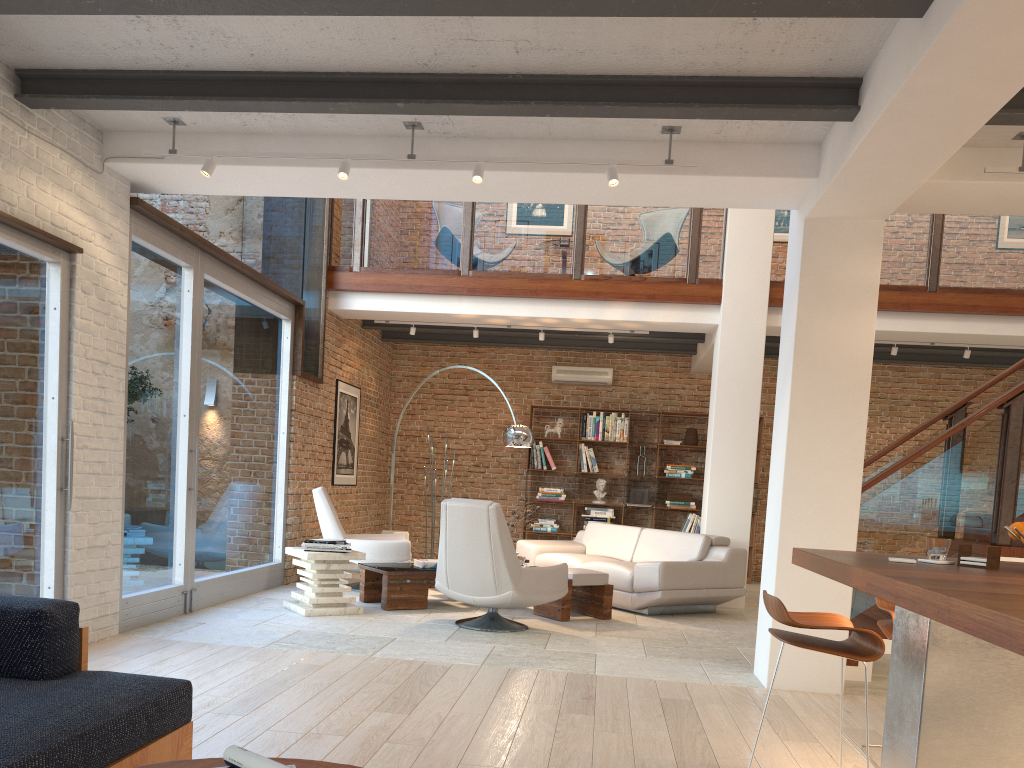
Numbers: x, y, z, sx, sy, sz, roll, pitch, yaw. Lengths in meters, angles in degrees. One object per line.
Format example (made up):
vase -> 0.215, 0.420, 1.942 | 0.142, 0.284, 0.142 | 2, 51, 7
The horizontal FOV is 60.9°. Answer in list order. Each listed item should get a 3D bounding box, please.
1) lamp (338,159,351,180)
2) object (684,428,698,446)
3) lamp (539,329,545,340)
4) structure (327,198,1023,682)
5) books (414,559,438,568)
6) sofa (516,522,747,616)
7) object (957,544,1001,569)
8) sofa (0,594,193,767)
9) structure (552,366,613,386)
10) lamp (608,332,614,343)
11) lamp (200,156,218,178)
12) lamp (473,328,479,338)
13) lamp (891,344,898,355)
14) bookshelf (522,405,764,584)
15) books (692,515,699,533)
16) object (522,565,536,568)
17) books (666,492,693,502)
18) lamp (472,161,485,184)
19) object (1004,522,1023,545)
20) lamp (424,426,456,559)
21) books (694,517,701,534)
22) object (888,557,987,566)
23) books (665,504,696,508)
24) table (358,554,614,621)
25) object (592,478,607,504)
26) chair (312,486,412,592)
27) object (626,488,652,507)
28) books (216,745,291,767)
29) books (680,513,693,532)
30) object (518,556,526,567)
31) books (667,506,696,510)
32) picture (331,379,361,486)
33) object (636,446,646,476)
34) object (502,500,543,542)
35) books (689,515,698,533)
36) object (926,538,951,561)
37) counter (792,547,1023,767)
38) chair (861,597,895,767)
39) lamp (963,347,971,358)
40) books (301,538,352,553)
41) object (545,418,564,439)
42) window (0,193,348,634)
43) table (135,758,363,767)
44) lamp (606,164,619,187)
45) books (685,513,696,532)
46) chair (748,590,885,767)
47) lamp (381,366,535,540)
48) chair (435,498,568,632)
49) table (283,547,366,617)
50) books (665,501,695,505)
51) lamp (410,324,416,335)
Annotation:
lamp -> -0.921, -1.184, 4.787 | 0.061, 0.121, 0.086 | 4, 1, 8
object -> 2.365, 0.703, 11.495 | 0.195, 0.233, 0.192 | 4, 0, -36
lamp -> 0.333, -0.541, 9.728 | 0.061, 0.129, 0.086 | 4, 1, 8
structure -> 2.397, -0.252, 4.813 | 10.142, 4.133, 13.922 | 3, -6, 6
books -> -0.690, 1.609, 7.802 | 0.328, 0.056, 0.254 | 6, -7, -23
sofa -> 1.131, 1.838, 8.909 | 1.150, 0.755, 2.324 | 6, -6, -33
object -> 1.769, 0.653, 3.301 | 0.094, 0.082, 0.114 | 5, -3, -39
sofa -> -1.756, 0.831, 1.165 | 2.077, 0.659, 3.969 | 3, -6, 6
structure -> 0.950, -0.107, 11.770 | 0.811, 0.220, 0.200 | 3, -1, 6
lamp -> 1.098, -0.510, 9.658 | 0.060, 0.116, 0.095 | 4, 0, 13
lamp -> -1.696, -1.214, 4.875 | 0.087, 0.129, 0.059 | 3, 2, -34
lamp -> -0.406, -0.580, 9.804 | 0.061, 0.121, 0.086 | 4, 1, 8
lamp -> 4.097, -0.363, 9.338 | 0.061, 0.129, 0.086 | 4, 1, 8
bookshelf -> 1.704, 1.470, 11.658 | 3.030, 2.208, 0.362 | 3, 4, 6
books -> 2.424, 1.920, 11.639 | 0.098, 0.355, 0.271 | 4, 0, 7
object -> 0.099, 1.632, 7.863 | 0.272, 0.035, 0.249 | 6, -7, -22
books -> 2.225, 1.506, 11.615 | 0.335, 0.119, 0.214 | 3, -4, 6
lamp -> -0.183, -1.143, 4.711 | 0.061, 0.129, 0.086 | 4, 1, 8
object -> 2.045, 0.595, 3.262 | 0.368, 0.222, 0.362 | 5, -4, -28
lamp -> -0.971, 1.460, 11.293 | 0.419, 1.825, 0.197 | 2, 4, -24
books -> 2.466, 1.928, 11.621 | 0.116, 0.334, 0.254 | 4, 0, 6
object -> 1.644, 0.676, 3.358 | 0.395, 0.035, 0.199 | 2, -6, 10
books -> 2.246, 1.625, 11.646 | 0.379, 0.036, 0.245 | 3, -6, 1
table -> -0.391, 1.814, 8.057 | 1.982, 0.429, 2.200 | 7, -7, -33
object -> 1.184, 1.438, 11.721 | 0.195, 0.351, 0.194 | 4, 2, 22
chair -> -1.498, 1.536, 8.660 | 0.985, 0.999, 1.025 | 4, -1, -9
object -> 1.699, 1.516, 11.645 | 0.335, 0.233, 0.284 | 3, -2, 6
books -> -0.534, 0.786, 1.624 | 0.321, 0.109, 0.275 | -1, -7, 39
books -> 2.310, 1.905, 11.655 | 0.163, 0.373, 0.243 | 4, 1, 6
object -> 0.076, 1.584, 7.780 | 0.091, 0.085, 0.091 | 4, -2, -34
books -> 2.256, 1.653, 11.632 | 0.355, 0.020, 0.273 | 3, -6, 5
picture -> -1.927, 0.596, 10.168 | 0.027, 1.197, 0.912 | 4, 0, 7
object -> 1.727, 1.022, 11.590 | 0.121, 0.400, 0.061 | 4, 4, 9
object -> 0.029, 1.374, 8.137 | 0.544, 0.608, 0.314 | 4, 2, -23
books -> 2.402, 1.915, 11.632 | 0.098, 0.355, 0.271 | 4, 0, 7
object -> 1.654, 0.643, 3.388 | 0.091, 0.085, 0.091 | 3, -2, 21
counter -> 1.938, 1.088, 2.627 | 1.684, 0.918, 2.508 | 3, -5, 6
chair -> 1.803, 1.295, 3.849 | 0.404, 0.776, 0.421 | 4, 2, 6
lamp -> 4.836, -0.328, 9.262 | 0.061, 0.129, 0.086 | 4, 1, 8
books -> -1.512, 1.319, 7.157 | 0.390, 0.079, 0.569 | 4, -6, -10
object -> 0.568, 0.586, 11.686 | 0.251, 0.284, 0.130 | 3, 2, 14
window -> -2.717, -1.662, 4.757 | 0.647, 6.384, 12.388 | 4, -4, 7
table -> -0.530, 1.013, 1.171 | 1.074, 0.445, 1.841 | 2, -6, 12
lamp -> 0.535, -1.109, 4.640 | 0.059, 0.129, 0.085 | 2, 1, -24
books -> 2.349, 1.903, 11.627 | 0.161, 0.373, 0.243 | 4, 1, 6
chair -> 1.143, 1.202, 3.377 | 0.422, 0.776, 0.403 | 4, 2, 6
lamp -> -0.586, 0.983, 9.223 | 2.019, 2.354, 0.320 | 3, 3, 42
chair -> -0.172, 1.395, 6.747 | 1.023, 1.017, 0.975 | 3, -1, 23
table -> -1.535, 1.604, 7.120 | 0.497, 0.505, 0.492 | 4, -1, -34
books -> 2.230, 1.584, 11.611 | 0.379, 0.036, 0.245 | 3, -6, 5
lamp -> -1.123, -0.610, 9.876 | 0.059, 0.129, 0.085 | 2, 1, -24
